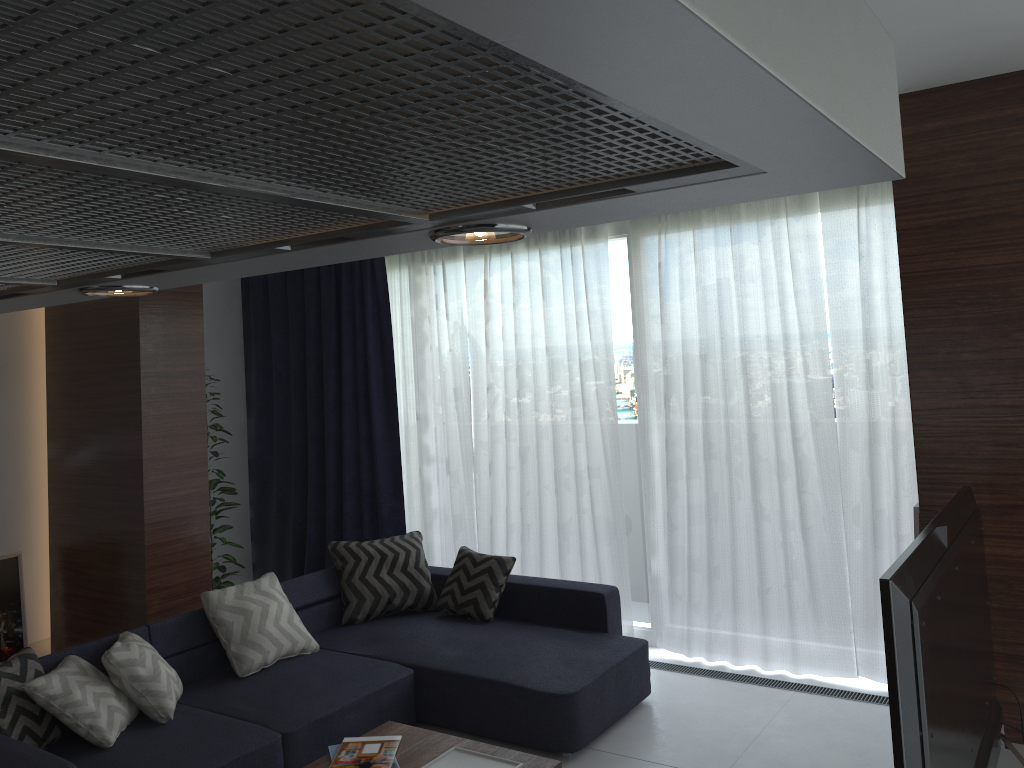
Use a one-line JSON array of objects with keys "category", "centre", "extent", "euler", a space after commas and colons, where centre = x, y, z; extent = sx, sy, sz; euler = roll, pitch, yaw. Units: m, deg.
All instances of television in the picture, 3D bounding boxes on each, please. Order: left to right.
[{"category": "television", "centre": [1.080, 0.732, 2.140], "extent": [0.296, 0.789, 1.231], "euler": [-5, -1, 34]}]

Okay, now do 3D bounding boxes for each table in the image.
[{"category": "table", "centre": [-0.374, 1.514, 2.965], "extent": [0.803, 0.354, 0.801], "euler": [-3, 0, 34]}]

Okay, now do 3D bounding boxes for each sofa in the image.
[{"category": "sofa", "centre": [-0.770, 1.386, 3.991], "extent": [1.893, 0.610, 2.874], "euler": [-3, 1, 34]}]

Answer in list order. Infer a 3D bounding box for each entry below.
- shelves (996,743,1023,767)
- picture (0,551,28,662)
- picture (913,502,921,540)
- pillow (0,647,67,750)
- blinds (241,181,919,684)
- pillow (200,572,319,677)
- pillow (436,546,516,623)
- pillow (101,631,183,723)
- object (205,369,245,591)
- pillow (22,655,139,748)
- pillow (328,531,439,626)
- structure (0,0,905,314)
[{"category": "shelves", "centre": [1.540, 1.348, 2.366], "extent": [0.870, 0.501, 2.350], "euler": [-3, 1, 34]}, {"category": "picture", "centre": [-3.264, 1.443, 5.463], "extent": [0.083, 0.702, 0.500], "euler": [-6, -3, 34]}, {"category": "picture", "centre": [1.443, 0.735, 3.040], "extent": [0.053, 0.704, 0.500], "euler": [-6, -3, 34]}, {"category": "pillow", "centre": [-1.941, 1.263, 3.467], "extent": [0.221, 0.387, 0.414], "euler": [-3, -1, 4]}, {"category": "blinds", "centre": [-0.793, 0.322, 3.106], "extent": [7.112, 2.784, 5.803], "euler": [-3, 0, 37]}, {"category": "pillow", "centre": [-1.272, 1.204, 4.451], "extent": [0.341, 0.390, 0.495], "euler": [-4, -1, 34]}, {"category": "pillow", "centre": [-0.212, 1.142, 5.051], "extent": [0.413, 0.346, 0.286], "euler": [-4, -2, 39]}, {"category": "pillow", "centre": [-1.598, 1.265, 3.848], "extent": [0.280, 0.352, 0.416], "euler": [-3, -1, -13]}, {"category": "object", "centre": [-2.133, 0.791, 6.207], "extent": [0.503, 1.854, 0.480], "euler": [-3, -4, 2]}, {"category": "pillow", "centre": [-1.732, 1.285, 3.596], "extent": [0.330, 0.296, 0.414], "euler": [-3, 0, -4]}, {"category": "pillow", "centre": [-0.755, 1.178, 5.222], "extent": [0.598, 0.521, 0.353], "euler": [-3, -2, -26]}, {"category": "structure", "centre": [-0.410, -0.436, 0.503], "extent": [1.040, 0.763, 0.446], "euler": [-3, -2, 34]}]
